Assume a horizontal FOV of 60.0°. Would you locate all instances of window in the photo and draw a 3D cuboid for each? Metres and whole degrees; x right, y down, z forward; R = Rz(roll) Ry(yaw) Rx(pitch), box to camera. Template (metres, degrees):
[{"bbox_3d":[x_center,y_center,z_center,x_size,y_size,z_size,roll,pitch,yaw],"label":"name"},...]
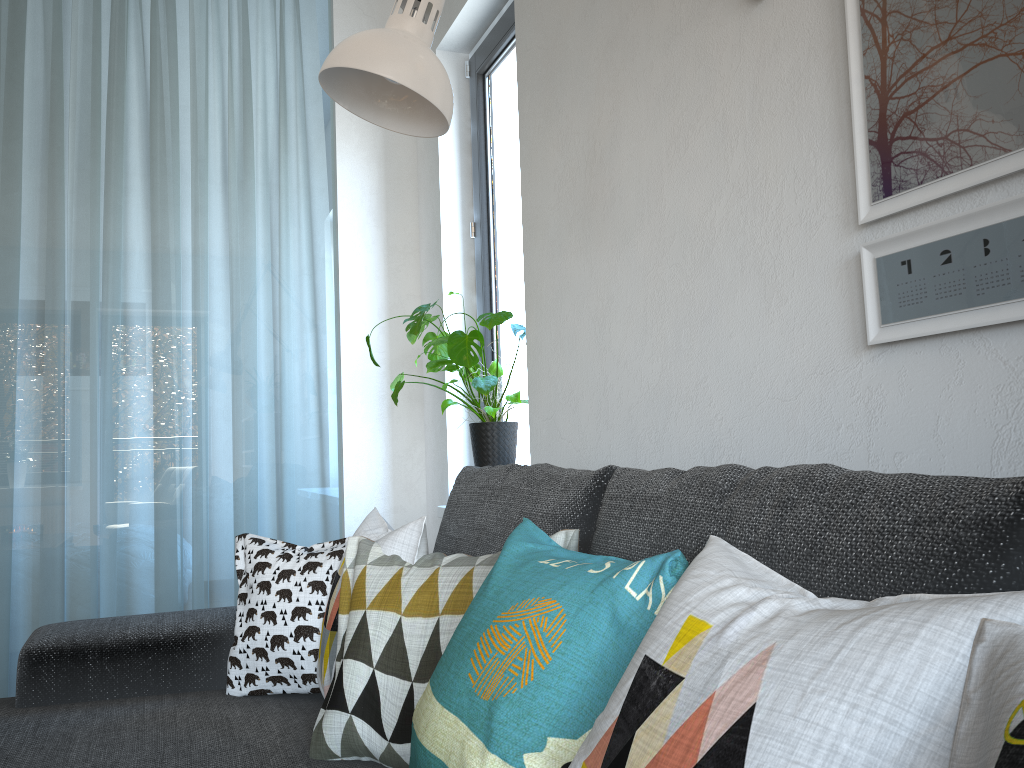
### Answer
[{"bbox_3d":[10.088,2.153,12.127,24.373,18.354,13.990,-1,-4,-15],"label":"window"}]

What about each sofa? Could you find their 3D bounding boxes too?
[{"bbox_3d":[-0.504,0.509,0.588,2.163,0.847,2.511,0,-5,-21],"label":"sofa"}]

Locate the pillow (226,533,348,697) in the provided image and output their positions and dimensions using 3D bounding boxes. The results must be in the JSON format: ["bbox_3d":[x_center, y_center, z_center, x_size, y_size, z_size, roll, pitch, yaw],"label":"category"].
[{"bbox_3d":[-0.393,0.432,1.644,0.334,0.319,0.160,-3,-4,14],"label":"pillow"}]

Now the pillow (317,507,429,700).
[{"bbox_3d":[-0.230,0.386,1.475,0.173,0.343,0.360,0,-4,-22],"label":"pillow"}]

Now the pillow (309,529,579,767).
[{"bbox_3d":[-0.077,0.386,1.281,0.454,0.362,0.242,-5,-5,35],"label":"pillow"}]

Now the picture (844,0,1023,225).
[{"bbox_3d":[0.530,-0.496,1.027,0.013,0.533,0.390,-1,-4,-21],"label":"picture"}]

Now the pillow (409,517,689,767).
[{"bbox_3d":[0.032,0.333,0.974,0.273,0.340,0.414,0,-4,-22],"label":"pillow"}]

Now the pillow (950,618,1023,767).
[{"bbox_3d":[0.280,0.287,0.325,0.265,0.318,0.382,0,-4,-21],"label":"pillow"}]

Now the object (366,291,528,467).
[{"bbox_3d":[-0.165,0.040,2.604,0.447,0.674,0.658,0,-4,-30],"label":"object"}]

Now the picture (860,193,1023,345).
[{"bbox_3d":[0.628,-0.153,0.795,0.021,0.136,0.838,-1,-4,-21],"label":"picture"}]

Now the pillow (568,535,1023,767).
[{"bbox_3d":[0.162,0.320,0.648,0.285,0.368,0.437,0,-4,-21],"label":"pillow"}]

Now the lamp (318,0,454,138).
[{"bbox_3d":[0.053,-0.713,1.369,0.698,0.669,0.200,-1,-4,-12],"label":"lamp"}]
